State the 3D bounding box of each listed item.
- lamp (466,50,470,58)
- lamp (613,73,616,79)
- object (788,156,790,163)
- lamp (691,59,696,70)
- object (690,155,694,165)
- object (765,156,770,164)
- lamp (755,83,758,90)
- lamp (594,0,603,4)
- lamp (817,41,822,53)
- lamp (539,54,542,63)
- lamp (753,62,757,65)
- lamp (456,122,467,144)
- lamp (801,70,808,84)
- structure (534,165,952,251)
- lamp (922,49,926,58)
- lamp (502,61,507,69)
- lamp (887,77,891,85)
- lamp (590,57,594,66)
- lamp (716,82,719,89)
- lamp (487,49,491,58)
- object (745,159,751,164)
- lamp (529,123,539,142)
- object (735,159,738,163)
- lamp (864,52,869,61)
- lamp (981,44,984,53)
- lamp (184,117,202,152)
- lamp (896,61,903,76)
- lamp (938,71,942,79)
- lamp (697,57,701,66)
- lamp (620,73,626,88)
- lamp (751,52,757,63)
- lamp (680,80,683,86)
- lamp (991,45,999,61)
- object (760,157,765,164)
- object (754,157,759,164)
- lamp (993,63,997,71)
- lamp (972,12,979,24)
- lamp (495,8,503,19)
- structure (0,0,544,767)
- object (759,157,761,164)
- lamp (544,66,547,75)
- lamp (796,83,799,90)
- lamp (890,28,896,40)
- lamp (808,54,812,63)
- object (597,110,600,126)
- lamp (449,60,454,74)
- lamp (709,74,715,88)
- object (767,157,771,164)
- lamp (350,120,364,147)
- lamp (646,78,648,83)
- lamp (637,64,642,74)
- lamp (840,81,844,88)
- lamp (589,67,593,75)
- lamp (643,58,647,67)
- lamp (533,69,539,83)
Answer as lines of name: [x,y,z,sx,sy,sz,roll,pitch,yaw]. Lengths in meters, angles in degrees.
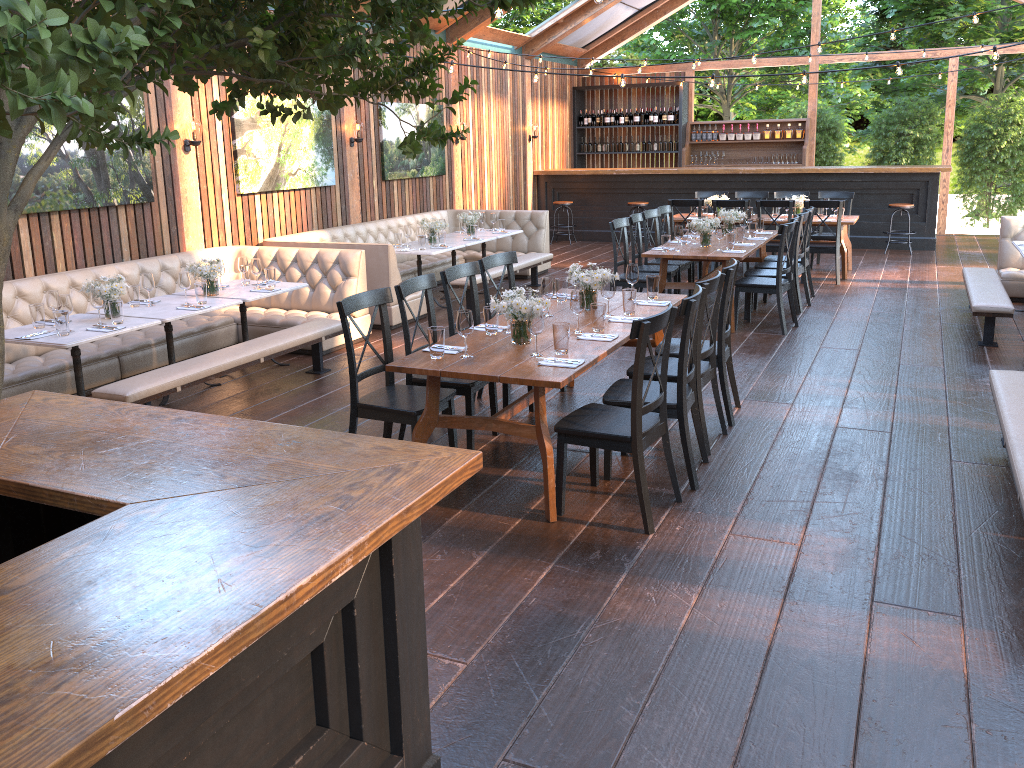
lamp: [-0.638,-4.812,12.896,0.056,0.116,0.066,-5,13,-15]
lamp: [2.026,-6.088,17.480,0.056,0.116,0.068,1,13,11]
object: [5.106,-4.141,16.362,0.097,0.132,0.098,1,13,11]
lamp: [2.152,-3.784,10.478,0.056,0.119,0.057,-3,13,-7]
object: [3.436,-4.281,16.912,0.070,0.183,0.070,5,14,29]
object: [4.790,-4.201,16.605,0.097,0.132,0.098,1,13,11]
lamp: [4.321,-5.248,15.612,0.056,0.119,0.057,-9,15,-32]
lamp: [0.489,-2.210,4.998,0.056,0.119,0.057,-1,13,0]
lamp: [3.295,-3.604,9.472,0.057,0.119,0.057,9,16,38]
lamp: [0.417,-4.748,12.916,0.061,0.117,0.057,9,17,40]
lamp: [3.424,-4.570,12.484,0.056,0.119,0.057,6,15,30]
lamp: [-0.754,-3.772,13.287,0.178,0.316,0.148,4,14,24]
lamp: [2.472,-2.594,7.480,0.056,0.119,0.057,4,14,23]
structure: [3.674,-3.045,15.120,6.815,1.257,0.867,6,15,24]
lamp: [5.682,-4.560,12.198,0.056,0.119,0.057,9,17,40]
lamp: [-0.105,-4.485,12.434,0.067,0.116,0.057,-11,16,-35]
lamp: [6.018,-4.840,14.123,0.056,0.119,0.057,-4,13,-13]
lamp: [1.158,-4.668,12.804,0.056,0.118,0.060,-6,14,-21]
lamp: [3.738,-5.426,16.082,0.056,0.117,0.061,4,14,24]
lamp: [-0.337,-4.852,12.994,0.056,0.119,0.057,-5,13,-14]
object: [4.438,-4.189,16.660,0.124,0.095,0.125,9,17,35]
lamp: [0.394,-4.475,15.739,0.178,0.316,0.148,4,14,24]
object: [4.273,-4.243,16.868,0.124,0.095,0.125,9,17,35]
lamp: [4.930,-4.555,12.295,0.056,0.119,0.057,10,17,42]
lamp: [6.441,-4.586,12.104,0.056,0.119,0.057,3,13,18]
lamp: [-3.034,-2.374,8.415,0.178,0.316,0.148,4,14,24]
lamp: [3.232,-2.632,7.378,0.056,0.118,0.057,-5,13,-15]
lamp: [6.591,-4.754,13.626,0.056,0.119,0.057,-3,13,-9]
lamp: [2.665,-4.590,12.599,0.056,0.118,0.057,-6,13,-19]
lamp: [0.960,-2.631,7.668,0.056,0.119,0.057,10,17,43]
lamp: [2.728,-3.679,9.970,0.057,0.118,0.057,3,13,18]
lamp: [3.168,-5.629,16.558,0.056,0.117,0.062,6,15,30]
lamp: [3.981,-2.724,7.283,0.056,0.119,0.057,4,14,21]
object: [4.683,-4.176,16.525,0.097,0.132,0.098,1,13,11]
object: [4.574,-4.189,16.581,0.097,0.132,0.098,1,13,11]
lamp: [7.144,-4.698,13.090,0.065,0.117,0.057,5,14,27]
lamp: [4.421,-3.499,8.449,0.056,0.113,0.076,-6,14,-19]
lamp: [-0.084,-2.329,5.495,0.056,0.119,0.057,9,16,39]
structure: [-1.279,-0.496,1.823,2.724,3.646,2.882,7,16,33]
object: [4.689,-4.215,16.667,0.097,0.132,0.098,1,13,11]
lamp: [0.455,-4.236,11.964,0.056,0.119,0.057,9,16,39]
lamp: [4.879,-5.085,15.109,0.059,0.118,0.057,-2,13,-2]
lamp: [3.868,-3.550,8.978,0.056,0.119,0.057,-1,13,1]
lamp: [4.177,-4.562,12.393,0.057,0.119,0.057,-12,16,-38]
object: [1.714,-5.267,17.532,0.078,0.308,0.079,3,13,20]
lamp: [-0.542,-2.821,7.875,0.056,0.119,0.057,-11,16,-36]
lamp: [1.715,-2.599,7.586,0.056,0.118,0.057,6,15,30]
object: [4.792,-4.170,16.495,0.097,0.132,0.098,1,13,11]
lamp: [-1.897,-3.071,10.844,0.178,0.316,0.148,4,14,24]
lamp: [2.600,-5.852,17.034,0.058,0.118,0.057,-6,13,-20]
lamp: [1.581,-3.907,10.967,0.056,0.118,0.060,0,13,4]
lamp: [5.457,-4.954,14.627,0.056,0.119,0.057,-3,13,-6]
lamp: [1.021,-4.052,11.472,0.056,0.119,0.057,-9,15,-30]
lamp: [1.911,-4.619,12.703,0.056,0.118,0.057,-5,13,-15]
lamp: [0.208,-2.708,7.779,0.056,0.119,0.057,1,13,12]
